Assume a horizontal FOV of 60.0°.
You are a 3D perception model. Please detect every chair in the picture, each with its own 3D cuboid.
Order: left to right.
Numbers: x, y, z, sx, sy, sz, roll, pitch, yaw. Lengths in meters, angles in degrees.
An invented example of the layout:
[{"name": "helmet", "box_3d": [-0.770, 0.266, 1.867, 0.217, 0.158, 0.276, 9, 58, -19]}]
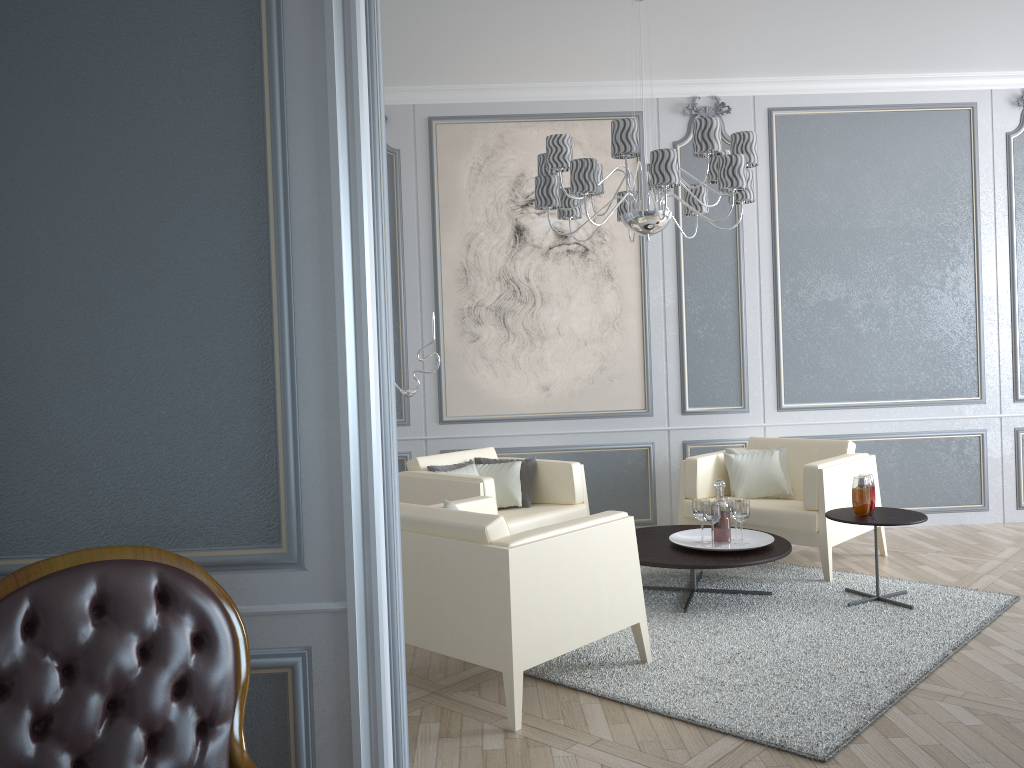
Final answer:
[{"name": "chair", "box_3d": [-0.524, 0.688, 1.290, 0.573, 0.828, 0.575, -3, 1, -42]}, {"name": "chair", "box_3d": [-0.113, 0.680, 4.693, 0.737, 0.620, 0.855, -1, 2, 43]}, {"name": "chair", "box_3d": [-0.062, 0.721, 3.222, 0.855, 0.620, 0.737, -1, 2, 43]}, {"name": "chair", "box_3d": [1.428, 0.623, 4.746, 0.855, 0.620, 0.737, -1, 2, 43]}]

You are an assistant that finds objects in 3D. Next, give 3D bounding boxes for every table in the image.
[{"name": "table", "box_3d": [0.839, 0.854, 4.109, 0.882, 0.239, 0.882, -2, 2, -4]}, {"name": "table", "box_3d": [1.591, 0.761, 3.866, 0.414, 0.385, 0.414, -3, 2, -44]}]

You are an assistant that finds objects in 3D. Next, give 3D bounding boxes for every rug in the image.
[{"name": "rug", "box_3d": [0.796, 0.979, 3.811, 2.000, 0.010, 2.001, 0, 2, 43]}]

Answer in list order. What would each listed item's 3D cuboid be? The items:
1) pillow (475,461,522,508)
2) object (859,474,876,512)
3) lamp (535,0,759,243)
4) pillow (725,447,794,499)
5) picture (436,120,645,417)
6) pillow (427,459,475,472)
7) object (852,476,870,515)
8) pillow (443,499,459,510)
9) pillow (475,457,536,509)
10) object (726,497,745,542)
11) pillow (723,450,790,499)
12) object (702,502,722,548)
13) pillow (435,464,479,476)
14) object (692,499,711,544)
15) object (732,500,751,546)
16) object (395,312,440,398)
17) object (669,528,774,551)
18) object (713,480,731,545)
[{"name": "pillow", "box_3d": [-0.100, 0.545, 4.762, 0.312, 0.245, 0.163, -2, 1, 2]}, {"name": "object", "box_3d": [1.576, 0.485, 3.943, 0.075, 0.165, 0.075, -3, 1, -43]}, {"name": "lamp", "box_3d": [0.586, -1.200, 3.990, 0.976, 1.119, 0.976, -2, 1, -14]}, {"name": "pillow", "box_3d": [1.362, 0.490, 4.885, 0.351, 0.276, 0.184, -2, 1, 4]}, {"name": "picture", "box_3d": [0.176, -0.701, 5.343, 1.199, 1.751, 0.001, -2, 1, -2]}, {"name": "pillow", "box_3d": [-0.278, 0.555, 4.682, 0.184, 0.276, 0.351, -1, 2, 44]}, {"name": "object", "box_3d": [1.524, 0.489, 3.873, 0.075, 0.165, 0.075, -2, 1, -13]}, {"name": "pillow", "box_3d": [-0.187, 0.593, 3.280, 0.182, 0.285, 0.361, -2, 1, 4]}, {"name": "pillow", "box_3d": [-0.048, 0.542, 4.833, 0.351, 0.276, 0.184, -2, 1, 14]}, {"name": "object", "box_3d": [1.035, 0.626, 4.102, 0.080, 0.196, 0.080, -2, 1, -19]}, {"name": "pillow", "box_3d": [1.323, 0.493, 4.806, 0.312, 0.245, 0.163, -2, 1, -8]}, {"name": "object", "box_3d": [0.902, 0.634, 3.992, 0.080, 0.196, 0.080, -2, 1, 1]}, {"name": "pillow", "box_3d": [-0.242, 0.555, 4.601, 0.163, 0.245, 0.312, -1, 1, 32]}, {"name": "object", "box_3d": [0.875, 0.633, 4.087, 0.080, 0.196, 0.080, -2, 1, -19]}, {"name": "object", "box_3d": [1.039, 0.629, 4.018, 0.080, 0.196, 0.080, -2, 1, -19]}, {"name": "object", "box_3d": [-0.687, 0.314, 4.817, 0.446, 1.386, 0.447, -1, 1, 43]}, {"name": "object", "box_3d": [0.956, 0.718, 4.055, 0.468, 0.028, 0.468, -2, 2, 11]}, {"name": "object", "box_3d": [0.956, 0.583, 4.064, 0.086, 0.290, 0.086, -2, 1, 19]}]
